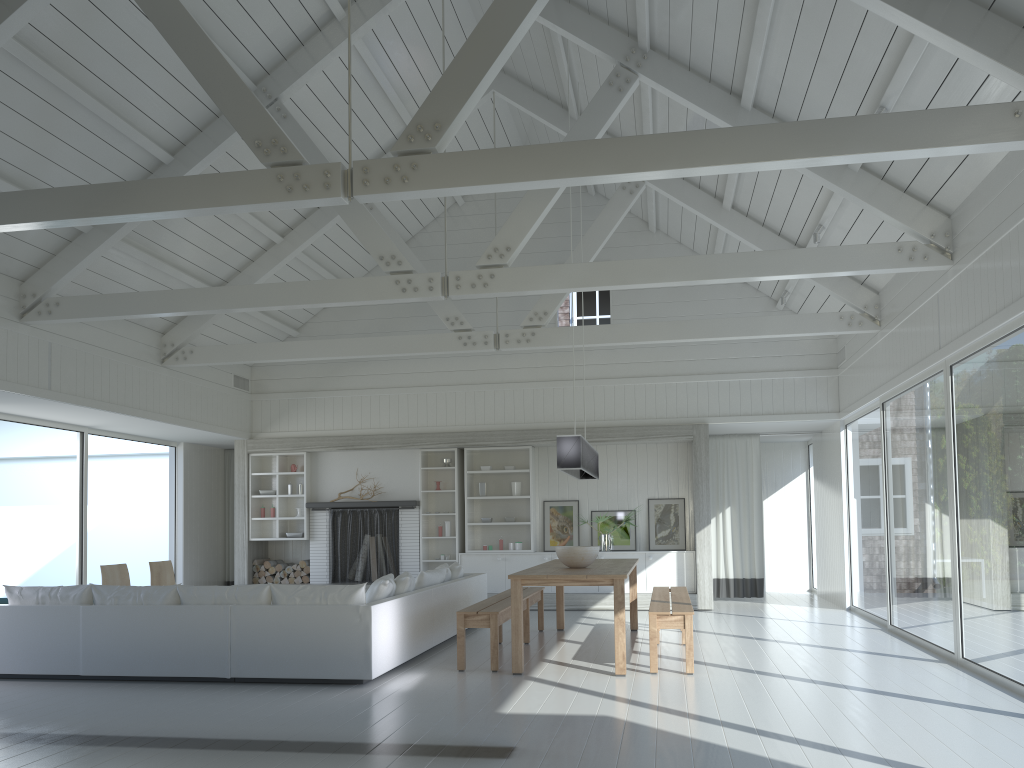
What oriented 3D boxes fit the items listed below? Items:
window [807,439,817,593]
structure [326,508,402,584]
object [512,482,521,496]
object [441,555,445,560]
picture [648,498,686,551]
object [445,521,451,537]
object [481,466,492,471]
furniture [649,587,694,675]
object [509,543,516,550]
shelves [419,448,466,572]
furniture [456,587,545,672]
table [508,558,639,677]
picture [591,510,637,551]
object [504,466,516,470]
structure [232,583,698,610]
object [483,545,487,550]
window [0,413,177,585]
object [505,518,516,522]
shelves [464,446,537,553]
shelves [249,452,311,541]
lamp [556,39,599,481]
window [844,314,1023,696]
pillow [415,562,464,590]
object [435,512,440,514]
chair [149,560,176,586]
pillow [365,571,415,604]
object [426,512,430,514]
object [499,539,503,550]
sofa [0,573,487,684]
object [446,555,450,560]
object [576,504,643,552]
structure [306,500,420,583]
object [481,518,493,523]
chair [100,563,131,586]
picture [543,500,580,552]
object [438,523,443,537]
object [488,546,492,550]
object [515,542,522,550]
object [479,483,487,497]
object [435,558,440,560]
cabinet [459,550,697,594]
[{"bbox_3d":[4.743,2.067,13.794,0.038,2.414,0.951,-1,-4,10],"label":"window"},{"bbox_3d":[-2.081,2.254,12.259,1.098,1.057,0.117,-2,-3,9],"label":"structure"},{"bbox_3d":[0.061,1.450,12.154,0.103,0.195,0.103,2,-5,-35],"label":"object"},{"bbox_3d":[-0.965,2.414,12.299,0.054,0.070,0.055,-2,-5,9],"label":"object"},{"bbox_3d":[2.089,1.894,11.883,0.495,0.700,0.066,-2,-3,10],"label":"picture"},{"bbox_3d":[-0.895,2.022,12.300,0.072,0.210,0.071,-1,-4,9],"label":"object"},{"bbox_3d":[-0.356,1.179,12.240,0.141,0.066,0.142,-2,-8,10],"label":"object"},{"bbox_3d":[1.437,2.166,7.968,0.340,0.467,2.704,-2,-9,10],"label":"furniture"},{"bbox_3d":[0.012,2.242,12.171,0.092,0.095,0.090,-6,-8,43],"label":"object"},{"bbox_3d":[-0.958,1.933,12.456,0.541,1.989,0.608,-1,-3,10],"label":"shelves"},{"bbox_3d":[-0.039,2.229,8.224,0.340,0.467,2.704,-2,-9,10],"label":"furniture"},{"bbox_3d":[0.674,2.054,8.113,0.906,0.757,2.974,-2,-9,10],"label":"table"},{"bbox_3d":[1.385,2.000,12.012,0.609,0.550,0.054,-2,-3,10],"label":"picture"},{"bbox_3d":[-0.027,1.188,12.327,0.141,0.066,0.142,-2,-8,10],"label":"object"},{"bbox_3d":[-0.612,2.986,12.633,6.352,0.344,1.898,-2,-9,10],"label":"structure"},{"bbox_3d":[-0.374,2.260,12.183,0.054,0.070,0.055,0,-5,-11],"label":"object"},{"bbox_3d":[-5.595,1.393,8.557,0.080,2.402,8.789,-1,-9,10],"label":"window"},{"bbox_3d":[-0.016,1.897,12.292,0.141,0.066,0.142,-2,-8,10],"label":"object"},{"bbox_3d":[-0.132,1.623,12.326,0.939,1.435,0.609,-2,-4,10],"label":"shelves"},{"bbox_3d":[-3.273,1.633,12.745,0.866,1.232,0.552,-2,-4,10],"label":"shelves"},{"bbox_3d":[0.598,-1.263,8.226,0.200,4.218,1.918,-1,-4,10],"label":"lamp"},{"bbox_3d":[3.332,0.833,5.887,0.080,2.402,11.023,-1,-9,10],"label":"window"},{"bbox_3d":[-0.774,2.153,9.300,0.462,0.474,2.076,-1,-9,2],"label":"pillow"},{"bbox_3d":[-1.043,1.801,12.321,0.054,0.025,0.055,-2,-8,10],"label":"object"},{"bbox_3d":[-3.834,2.403,10.019,0.555,0.776,0.599,-2,-5,10],"label":"chair"},{"bbox_3d":[-1.098,1.899,7.670,0.466,0.474,1.330,-1,-8,1],"label":"pillow"},{"bbox_3d":[-1.169,1.797,12.288,0.054,0.025,0.055,-2,-8,10],"label":"object"},{"bbox_3d":[-0.149,2.192,12.163,0.054,0.195,0.054,-1,-3,9],"label":"object"},{"bbox_3d":[-2.358,2.187,8.635,3.478,0.733,4.169,-2,-9,10],"label":"sofa"},{"bbox_3d":[-0.892,2.416,12.284,0.058,0.060,0.058,-2,-6,9],"label":"object"},{"bbox_3d":[1.290,1.917,11.730,0.971,0.626,0.627,-2,-6,7],"label":"object"},{"bbox_3d":[-2.021,2.332,12.607,1.617,1.279,0.865,-2,-5,10],"label":"structure"},{"bbox_3d":[-0.345,1.888,12.205,0.141,0.066,0.142,-2,-8,10],"label":"object"},{"bbox_3d":[-4.024,2.285,9.261,0.555,0.776,0.599,-2,-5,10],"label":"chair"},{"bbox_3d":[0.679,1.954,12.128,0.495,0.700,0.066,-2,-3,10],"label":"picture"},{"bbox_3d":[-0.999,2.034,12.320,0.054,0.195,0.054,-1,-3,9],"label":"object"},{"bbox_3d":[-0.301,2.266,12.197,0.058,0.060,0.058,0,-6,-13],"label":"object"},{"bbox_3d":[0.093,2.219,12.089,0.085,0.111,0.085,4,-7,-45],"label":"object"},{"bbox_3d":[-0.401,1.470,12.235,0.102,0.195,0.103,-2,-4,10],"label":"object"},{"bbox_3d":[-1.041,2.441,12.311,0.054,0.025,0.055,-2,-8,10],"label":"object"},{"bbox_3d":[0.889,2.570,12.078,3.183,0.548,0.658,-2,-7,10],"label":"cabinet"}]
